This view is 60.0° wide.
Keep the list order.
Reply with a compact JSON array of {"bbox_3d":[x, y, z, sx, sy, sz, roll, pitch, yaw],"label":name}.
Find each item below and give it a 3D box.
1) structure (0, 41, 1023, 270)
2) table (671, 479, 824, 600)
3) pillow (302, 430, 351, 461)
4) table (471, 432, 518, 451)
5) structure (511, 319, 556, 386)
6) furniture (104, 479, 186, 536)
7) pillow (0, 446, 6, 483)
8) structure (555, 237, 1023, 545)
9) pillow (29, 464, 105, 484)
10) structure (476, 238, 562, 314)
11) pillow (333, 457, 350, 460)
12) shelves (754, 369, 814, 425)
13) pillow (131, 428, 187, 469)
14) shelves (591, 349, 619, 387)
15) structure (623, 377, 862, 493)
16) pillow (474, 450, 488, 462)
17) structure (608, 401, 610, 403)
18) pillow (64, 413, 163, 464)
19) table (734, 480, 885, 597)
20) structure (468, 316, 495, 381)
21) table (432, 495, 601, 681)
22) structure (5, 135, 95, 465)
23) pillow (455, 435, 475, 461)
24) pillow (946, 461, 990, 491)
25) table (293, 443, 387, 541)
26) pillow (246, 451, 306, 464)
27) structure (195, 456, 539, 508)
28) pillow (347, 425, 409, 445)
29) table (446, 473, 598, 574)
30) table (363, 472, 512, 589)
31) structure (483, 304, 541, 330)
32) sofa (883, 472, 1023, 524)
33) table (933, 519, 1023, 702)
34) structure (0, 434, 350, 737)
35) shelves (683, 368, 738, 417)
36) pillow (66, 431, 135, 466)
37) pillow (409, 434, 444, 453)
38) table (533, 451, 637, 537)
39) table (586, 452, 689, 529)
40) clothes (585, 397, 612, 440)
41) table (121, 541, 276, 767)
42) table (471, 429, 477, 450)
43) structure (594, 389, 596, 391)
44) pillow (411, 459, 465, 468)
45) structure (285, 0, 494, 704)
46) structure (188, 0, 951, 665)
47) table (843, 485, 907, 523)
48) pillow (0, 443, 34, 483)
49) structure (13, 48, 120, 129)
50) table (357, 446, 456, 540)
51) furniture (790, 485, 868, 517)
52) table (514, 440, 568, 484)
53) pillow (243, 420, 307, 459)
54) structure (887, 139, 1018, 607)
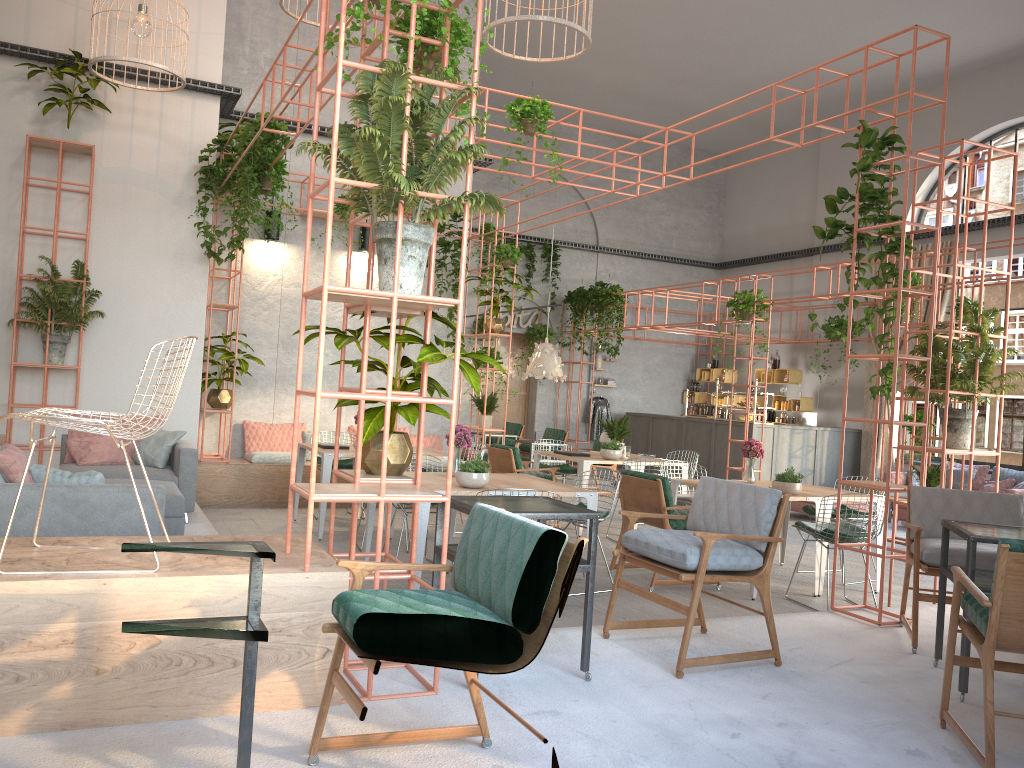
[{"bbox_3d":[1.148,-2.995,10.495,15.603,0.110,15.203,4,0,-25],"label":"structure"},{"bbox_3d":[1.999,1.319,7.750,0.694,0.830,1.205,4,0,-25],"label":"table"},{"bbox_3d":[-2.368,0.795,11.385,0.666,0.385,0.289,4,0,-30],"label":"pillow"},{"bbox_3d":[-0.326,1.242,15.058,0.635,0.798,0.602,4,0,-25],"label":"table"},{"bbox_3d":[0.478,-0.735,18.623,0.950,1.527,0.921,4,0,-27],"label":"structure"},{"bbox_3d":[-3.033,0.979,6.780,0.941,0.446,0.975,4,0,-25],"label":"furniture"},{"bbox_3d":[-3.116,0.535,5.336,0.276,0.474,0.839,4,0,-25],"label":"pillow"},{"bbox_3d":[5.597,0.178,12.961,4.157,4.247,14.689,4,0,-25],"label":"structure"},{"bbox_3d":[-2.608,0.649,5.300,0.499,0.324,0.307,4,0,10],"label":"pillow"},{"bbox_3d":[0.113,-2.234,18.193,1.939,1.514,0.856,4,0,-31],"label":"structure"},{"bbox_3d":[-1.907,0.961,11.161,0.637,0.149,0.491,4,0,-24],"label":"pillow"},{"bbox_3d":[5.185,0.625,17.537,0.328,1.838,1.750,4,0,-25],"label":"shelves"},{"bbox_3d":[-3.307,0.591,8.210,0.495,0.349,0.308,3,0,25],"label":"pillow"},{"bbox_3d":[2.020,-0.335,19.128,0.560,0.790,0.186,4,0,-25],"label":"shelves"},{"bbox_3d":[4.441,0.944,17.633,2.579,2.022,4.057,4,0,-25],"label":"structure"},{"bbox_3d":[-0.482,1.066,13.067,0.491,0.149,0.637,4,0,-24],"label":"pillow"},{"bbox_3d":[2.102,0.384,19.276,0.066,0.044,0.019,4,0,-25],"label":"structure"},{"bbox_3d":[-3.741,0.518,8.361,0.836,0.476,0.273,4,0,-25],"label":"pillow"},{"bbox_3d":[2.627,1.360,8.049,0.694,0.830,1.214,4,0,-25],"label":"table"},{"bbox_3d":[-0.696,-0.834,18.024,0.921,1.527,0.950,4,0,8],"label":"structure"},{"bbox_3d":[-0.006,0.984,4.330,0.635,0.798,0.602,4,0,-25],"label":"table"},{"bbox_3d":[-4.782,-0.697,9.184,0.624,3.596,0.424,4,0,-25],"label":"structure"},{"bbox_3d":[-0.807,0.858,12.792,0.276,0.474,0.839,4,0,-35],"label":"pillow"},{"bbox_3d":[6.891,1.442,13.640,0.276,0.474,0.839,4,0,-25],"label":"pillow"},{"bbox_3d":[-1.746,1.075,9.066,0.694,0.830,1.205,4,0,-25],"label":"table"},{"bbox_3d":[-2.854,0.897,10.716,0.637,0.149,0.491,4,0,-24],"label":"pillow"},{"bbox_3d":[-2.840,1.217,13.591,4.386,0.500,5.831,4,0,-25],"label":"structure"},{"bbox_3d":[-1.779,0.786,11.636,0.839,0.474,0.276,4,0,-5],"label":"pillow"},{"bbox_3d":[0.039,1.174,6.888,0.694,0.830,1.214,4,0,-25],"label":"table"},{"bbox_3d":[-0.587,1.132,6.589,0.694,0.830,1.205,4,0,-25],"label":"table"},{"bbox_3d":[0.009,-1.400,18.282,1.312,0.505,0.063,4,0,-25],"label":"structure"},{"bbox_3d":[6.283,1.713,12.849,1.960,0.672,2.219,4,0,-25],"label":"sofa"},{"bbox_3d":[2.526,1.147,4.466,0.602,0.798,0.635,4,0,15],"label":"table"},{"bbox_3d":[-3.268,0.625,5.233,3.396,1.111,9.152,4,0,-25],"label":"structure"},{"bbox_3d":[4.372,0.585,19.276,0.328,1.838,1.750,4,0,-25],"label":"shelves"},{"bbox_3d":[-3.739,0.581,8.068,0.479,0.317,0.441,4,-1,-44],"label":"pillow"},{"bbox_3d":[-1.210,0.873,11.928,0.666,0.385,0.289,4,0,-30],"label":"pillow"},{"bbox_3d":[0.805,1.247,10.264,0.694,0.830,1.205,4,0,-25],"label":"table"},{"bbox_3d":[1.433,1.289,10.563,0.694,0.830,1.214,4,0,-25],"label":"table"},{"bbox_3d":[1.893,0.774,19.095,0.625,0.997,0.366,4,-1,-45],"label":"clothes"},{"bbox_3d":[-1.009,0.907,2.557,0.635,0.798,0.602,4,0,-25],"label":"table"},{"bbox_3d":[-1.070,1.205,16.647,0.635,0.798,0.602,4,0,-25],"label":"table"},{"bbox_3d":[1.789,0.119,19.118,0.066,0.044,0.019,4,0,-25],"label":"structure"},{"bbox_3d":[-0.988,1.023,11.592,0.637,0.149,0.491,4,0,-24],"label":"pillow"},{"bbox_3d":[-0.458,-0.455,3.849,0.748,3.623,0.722,4,0,-25],"label":"structure"},{"bbox_3d":[-1.863,-0.872,11.206,4.501,4.345,14.096,4,0,-26],"label":"structure"},{"bbox_3d":[5.437,1.769,13.218,0.520,0.455,0.916,4,0,-25],"label":"table"},{"bbox_3d":[-2.977,0.576,5.387,0.289,0.385,0.666,4,0,-25],"label":"pillow"},{"bbox_3d":[-4.509,-3.030,9.102,0.934,0.803,0.903,3,-1,36],"label":"structure"},{"bbox_3d":[-1.118,1.117,9.365,0.694,0.830,1.214,4,0,-25],"label":"table"},{"bbox_3d":[4.386,1.699,12.681,0.941,0.446,0.976,4,0,-25],"label":"furniture"},{"bbox_3d":[0.417,1.278,13.469,0.635,0.798,0.602,4,0,-25],"label":"table"},{"bbox_3d":[-2.955,0.707,11.132,0.839,0.474,0.276,4,0,-35],"label":"pillow"},{"bbox_3d":[3.375,0.012,6.797,0.624,3.602,0.424,4,0,-25],"label":"structure"}]
